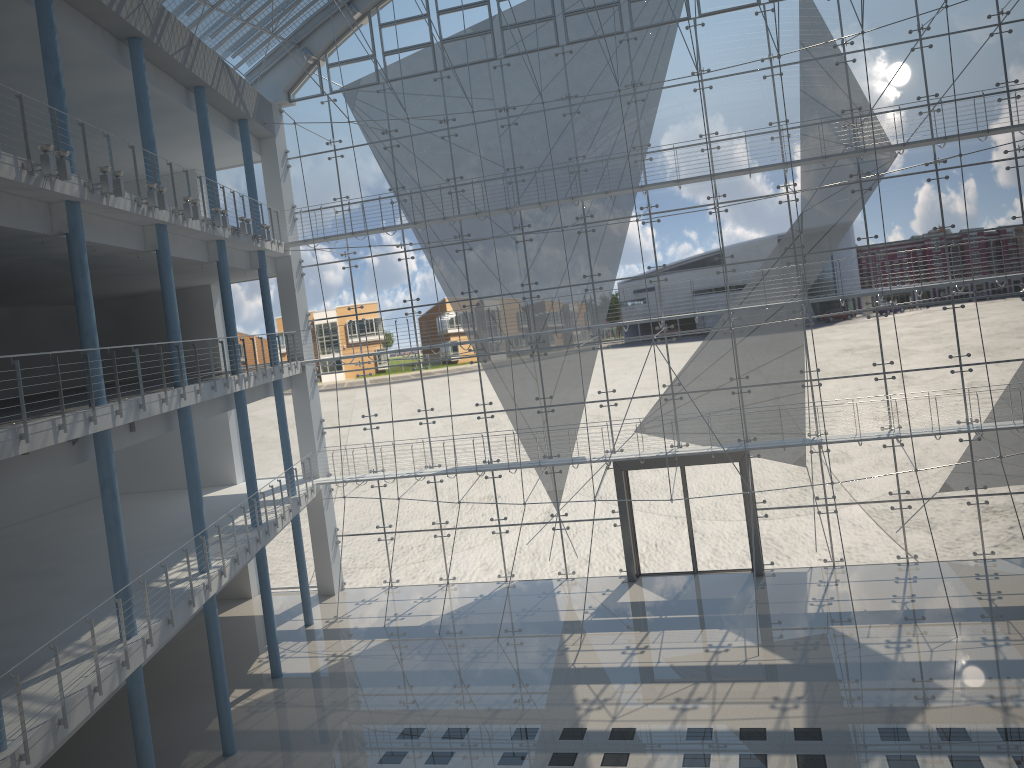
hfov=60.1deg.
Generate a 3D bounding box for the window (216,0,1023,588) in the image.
[{"bbox_3d":[0.513,-0.604,3.572,3.840,2.770,0.010,-6,1,15],"label":"window"}]
